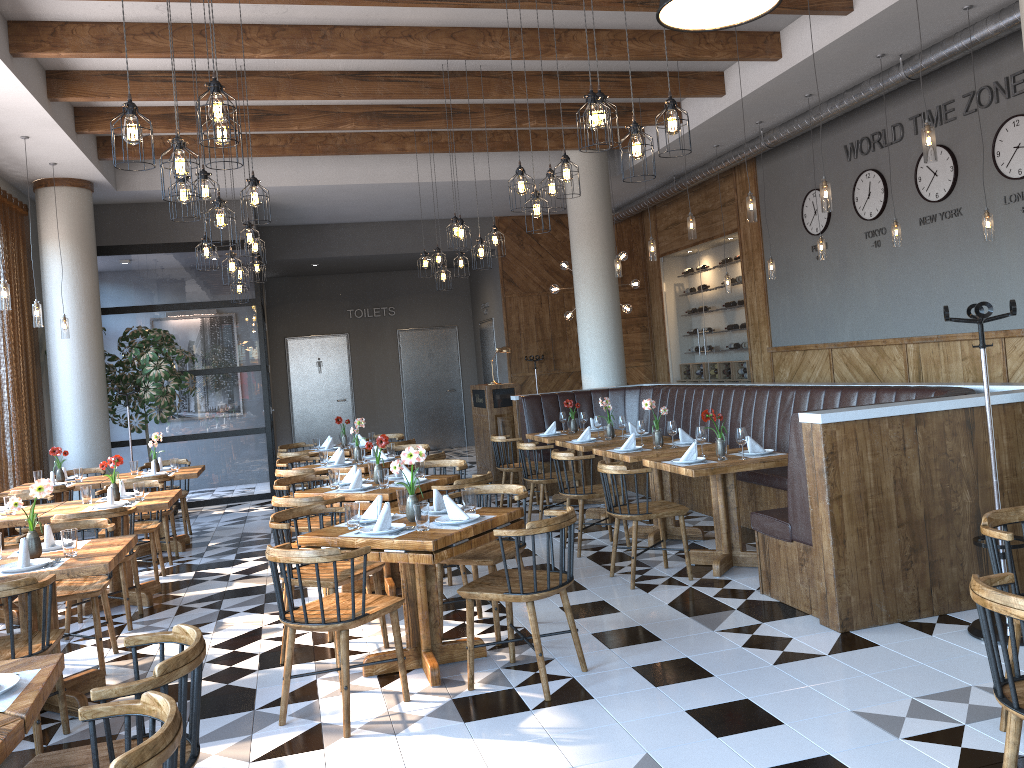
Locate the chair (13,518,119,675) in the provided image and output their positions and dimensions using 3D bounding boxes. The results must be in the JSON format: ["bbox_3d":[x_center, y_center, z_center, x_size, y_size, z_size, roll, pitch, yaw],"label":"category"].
[{"bbox_3d":[-2.570,1.241,5.140,0.520,0.818,0.549,-5,0,-14],"label":"chair"}]

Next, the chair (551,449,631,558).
[{"bbox_3d":[0.626,0.927,7.155,0.550,0.818,0.519,-5,0,-14],"label":"chair"}]

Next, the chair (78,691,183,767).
[{"bbox_3d":[-0.988,1.182,1.943,0.550,0.818,0.519,-5,0,-14],"label":"chair"}]

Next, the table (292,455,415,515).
[{"bbox_3d":[-1.389,1.098,8.206,0.863,0.764,0.865,-5,0,31],"label":"table"}]

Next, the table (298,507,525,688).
[{"bbox_3d":[-0.484,1.104,4.663,0.863,0.764,0.865,-5,0,31],"label":"table"}]

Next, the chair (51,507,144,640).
[{"bbox_3d":[-2.792,1.240,6.007,0.520,0.818,0.549,-5,0,-14],"label":"chair"}]

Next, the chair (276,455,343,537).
[{"bbox_3d":[-1.945,1.111,8.525,0.549,0.818,0.520,-5,0,31],"label":"chair"}]

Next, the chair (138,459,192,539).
[{"bbox_3d":[-3.648,1.234,9.358,0.520,0.818,0.549,-5,0,-14],"label":"chair"}]

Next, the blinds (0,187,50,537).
[{"bbox_3d":[-4.523,-0.240,6.548,0.160,3.583,7.258,-4,1,-14],"label":"blinds"}]

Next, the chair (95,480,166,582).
[{"bbox_3d":[-3.115,1.238,7.271,0.520,0.818,0.549,-5,0,-14],"label":"chair"}]

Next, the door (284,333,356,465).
[{"bbox_3d":[-3.590,0.268,16.741,1.207,2.396,0.114,-5,-1,-14],"label":"door"}]

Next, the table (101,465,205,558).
[{"bbox_3d":[-3.477,1.261,8.725,0.851,0.764,0.849,-5,0,-14],"label":"table"}]

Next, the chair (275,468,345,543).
[{"bbox_3d":[-1.720,1.112,7.643,0.518,0.818,0.550,-5,0,31],"label":"chair"}]

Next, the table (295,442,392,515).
[{"bbox_3d":[-1.854,1.096,10.026,0.863,0.764,0.865,-5,0,31],"label":"table"}]

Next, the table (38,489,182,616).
[{"bbox_3d":[-2.944,1.264,6.638,0.851,0.764,0.849,-5,0,-14],"label":"table"}]

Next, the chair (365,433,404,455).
[{"bbox_3d":[-1.547,1.030,10.602,0.518,0.818,0.550,-5,0,31],"label":"chair"}]

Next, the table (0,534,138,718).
[{"bbox_3d":[-2.399,1.268,4.507,0.851,0.764,0.849,-5,0,-14],"label":"table"}]

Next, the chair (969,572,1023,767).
[{"bbox_3d":[1.623,0.952,2.455,0.550,0.818,0.519,-5,0,-14],"label":"chair"}]

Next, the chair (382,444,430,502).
[{"bbox_3d":[-1.065,1.032,8.753,0.518,0.818,0.550,-5,0,31],"label":"chair"}]

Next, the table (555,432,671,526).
[{"bbox_3d":[0.968,0.897,8.373,0.851,0.764,0.849,-5,0,-14],"label":"table"}]

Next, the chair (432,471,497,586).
[{"bbox_3d":[-0.380,1.036,6.070,0.549,0.818,0.520,-5,0,31],"label":"chair"}]

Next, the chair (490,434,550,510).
[{"bbox_3d":[0.081,0.924,9.289,0.550,0.818,0.519,-5,0,-14],"label":"chair"}]

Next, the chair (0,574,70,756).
[{"bbox_3d":[-2.247,1.243,3.876,0.520,0.818,0.549,-5,0,-14],"label":"chair"}]

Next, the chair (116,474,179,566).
[{"bbox_3d":[-3.325,1.236,8.094,0.520,0.818,0.549,-5,0,-14],"label":"chair"}]

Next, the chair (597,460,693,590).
[{"bbox_3d":[0.899,0.929,6.088,0.550,0.818,0.519,-5,0,-14],"label":"chair"}]

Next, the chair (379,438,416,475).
[{"bbox_3d":[-1.308,1.031,9.701,0.549,0.818,0.520,-5,0,31],"label":"chair"}]

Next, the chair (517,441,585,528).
[{"bbox_3d":[0.354,0.926,8.222,0.550,0.818,0.519,-5,0,-14],"label":"chair"}]

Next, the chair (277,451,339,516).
[{"bbox_3d":[-2.188,1.109,9.473,0.518,0.818,0.550,-5,0,31],"label":"chair"}]

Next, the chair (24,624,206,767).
[{"bbox_3d":[-1.144,1.181,2.553,0.550,0.818,0.519,-5,0,-14],"label":"chair"}]

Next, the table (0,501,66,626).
[{"bbox_3d":[-3.770,1.338,6.424,0.851,0.764,0.849,-5,0,-14],"label":"table"}]

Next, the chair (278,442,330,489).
[{"bbox_3d":[-2.413,1.108,10.356,0.549,0.818,0.520,-5,0,31],"label":"chair"}]

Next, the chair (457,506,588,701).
[{"bbox_3d":[0.065,1.039,4.327,0.549,0.818,0.520,-5,0,31],"label":"chair"}]

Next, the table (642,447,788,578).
[{"bbox_3d":[1.511,0.901,6.250,0.851,0.764,0.849,-5,0,-14],"label":"table"}]

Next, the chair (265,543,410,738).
[{"bbox_3d":[-0.815,1.118,4.100,0.518,0.818,0.550,-5,0,31],"label":"chair"}]

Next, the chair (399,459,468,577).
[{"bbox_3d":[-0.605,1.035,6.952,0.518,0.818,0.550,-5,0,31],"label":"chair"}]

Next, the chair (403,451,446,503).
[{"bbox_3d":[-0.840,1.034,7.870,0.549,0.818,0.520,-5,0,31],"label":"chair"}]

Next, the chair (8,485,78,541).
[{"bbox_3d":[-4.140,1.309,7.884,0.520,0.818,0.549,-5,0,-14],"label":"chair"}]

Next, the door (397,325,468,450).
[{"bbox_3d":[-1.549,0.085,17.269,1.207,2.396,0.114,-5,-1,-14],"label":"door"}]

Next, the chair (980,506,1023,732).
[{"bbox_3d":[2.074,0.896,3.244,0.520,0.818,0.549,-5,0,-14],"label":"chair"}]

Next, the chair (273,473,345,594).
[{"bbox_3d":[-1.485,1.114,6.725,0.549,0.818,0.520,-5,0,31],"label":"chair"}]

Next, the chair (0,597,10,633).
[{"bbox_3d":[-3.607,1.312,5.797,0.520,0.818,0.549,-5,0,-14],"label":"chair"}]

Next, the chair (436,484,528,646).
[{"bbox_3d":[-0.160,1.038,5.210,0.518,0.818,0.550,-5,0,31],"label":"chair"}]

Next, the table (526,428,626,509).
[{"bbox_3d":[0.695,0.896,9.442,0.851,0.764,0.849,-5,0,-14],"label":"table"}]

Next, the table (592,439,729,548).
[{"bbox_3d":[1.238,0.899,7.318,0.851,0.764,0.849,-5,0,-14],"label":"table"}]

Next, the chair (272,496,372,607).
[{"bbox_3d":[-1.260,1.115,5.842,0.518,0.818,0.550,-5,0,31],"label":"chair"}]

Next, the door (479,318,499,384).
[{"bbox_3d":[-0.398,0.010,16.345,0.114,2.396,1.205,-4,-1,-14],"label":"door"}]

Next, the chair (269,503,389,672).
[{"bbox_3d":[-1.040,1.116,4.982,0.549,0.818,0.520,-5,0,31],"label":"chair"}]

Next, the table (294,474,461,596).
[{"bbox_3d":[-0.929,1.101,6.406,0.863,0.764,0.865,-5,0,31],"label":"table"}]

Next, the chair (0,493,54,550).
[{"bbox_3d":[-3.929,1.310,7.061,0.520,0.818,0.549,-5,0,-14],"label":"chair"}]

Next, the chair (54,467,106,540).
[{"bbox_3d":[-4.462,1.307,9.148,0.520,0.818,0.549,-5,0,-14],"label":"chair"}]

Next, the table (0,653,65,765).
[{"bbox_3d":[-1.783,1.272,2.075,1.216,0.764,1.213,-5,1,-11],"label":"table"}]

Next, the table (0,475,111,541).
[{"bbox_3d":[-4.303,1.335,8.512,0.851,0.764,0.849,-5,0,-14],"label":"table"}]
